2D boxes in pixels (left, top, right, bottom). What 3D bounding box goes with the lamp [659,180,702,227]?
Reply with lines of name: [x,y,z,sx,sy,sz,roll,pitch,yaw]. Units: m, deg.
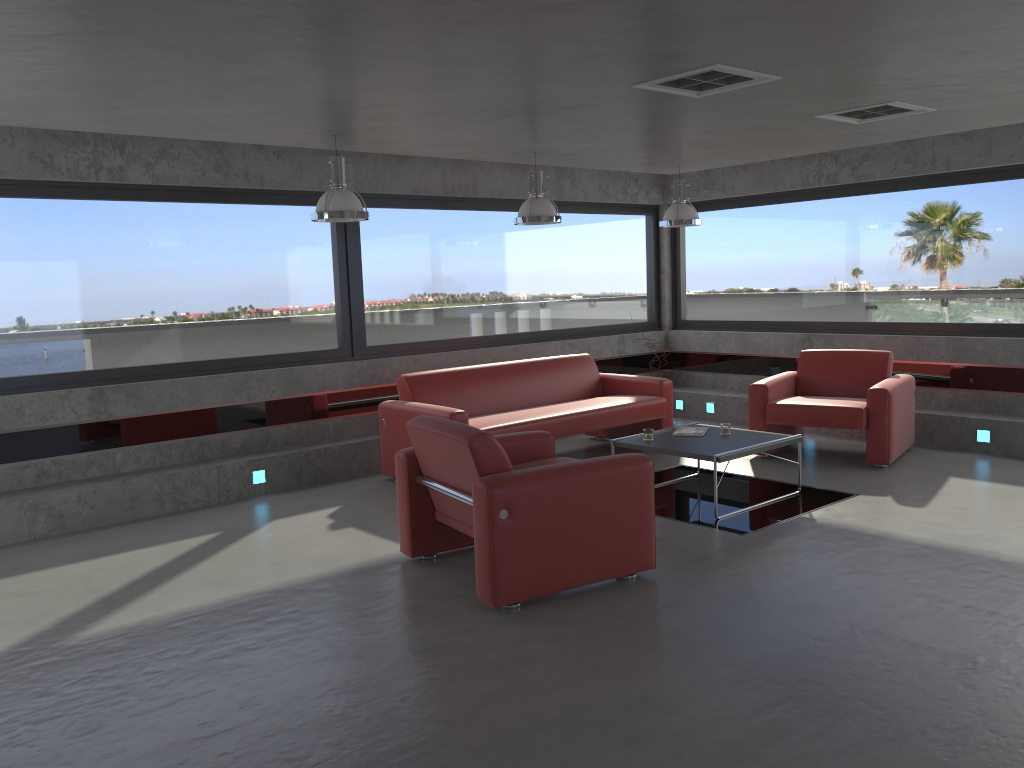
lamp: [1.572,-1.691,8.291,0.388,0.422,0.389,3,8,39]

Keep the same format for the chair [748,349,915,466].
chair: [2.805,0.159,7.792,1.196,0.854,1.130,2,8,35]

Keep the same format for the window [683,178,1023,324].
window: [3.478,-1.268,8.935,0.003,1.364,4.583,-8,9,-40]

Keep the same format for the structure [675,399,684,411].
structure: [1.915,0.238,10.139,0.004,0.123,0.123,-8,9,-40]

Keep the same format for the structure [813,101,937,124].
structure: [2.396,-1.908,5.857,0.563,0.240,0.563,-8,9,-40]

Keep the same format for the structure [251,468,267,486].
structure: [-2.018,0.742,7.077,0.123,0.123,0.004,-8,9,-40]

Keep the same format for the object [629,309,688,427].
object: [1.540,-0.170,9.482,0.466,1.289,0.531,-6,7,-27]

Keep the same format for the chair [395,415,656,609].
chair: [0.077,0.581,5.053,1.130,0.854,1.196,-6,8,-30]

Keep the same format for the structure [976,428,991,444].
structure: [4.052,0.448,7.622,0.004,0.123,0.123,-8,9,-40]

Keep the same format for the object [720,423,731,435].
object: [1.605,0.339,6.667,0.079,0.077,0.079,-6,8,-32]

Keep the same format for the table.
table: [1.433,0.605,6.546,1.018,0.436,0.994,-8,9,-40]

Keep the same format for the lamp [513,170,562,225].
lamp: [0.200,-1.506,7.141,0.388,0.422,0.389,-8,9,-40]

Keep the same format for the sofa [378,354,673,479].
sofa: [0.221,0.250,7.859,2.626,0.854,1.120,-8,9,-40]

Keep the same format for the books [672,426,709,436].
books: [1.371,0.361,6.799,0.228,0.022,0.326,0,7,20]

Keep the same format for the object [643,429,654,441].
object: [1.009,0.375,6.555,0.079,0.077,0.079,2,8,33]

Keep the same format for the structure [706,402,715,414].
structure: [2.195,0.265,9.809,0.004,0.123,0.123,-8,9,-40]

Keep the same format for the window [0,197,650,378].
window: [-1.300,-0.996,8.160,7.800,1.364,0.003,-8,9,-40]

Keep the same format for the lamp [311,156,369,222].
lamp: [-1.173,-1.320,5.991,0.388,0.422,0.389,-8,9,-40]

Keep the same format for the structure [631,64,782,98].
structure: [1.032,-1.724,4.714,0.563,0.240,0.563,-8,9,-40]
